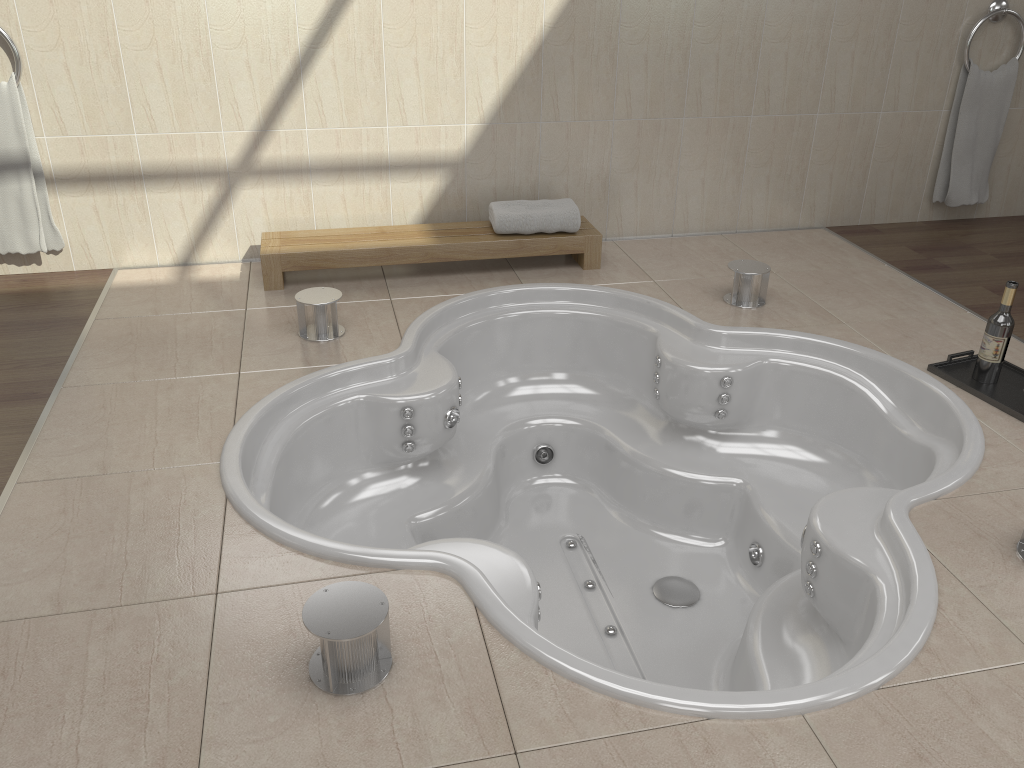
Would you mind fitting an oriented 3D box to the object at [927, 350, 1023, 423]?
[{"bbox_3d":[1.467,0.005,2.595,0.250,0.040,0.400,-10,29,-20],"label":"object"}]

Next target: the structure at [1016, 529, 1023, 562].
[{"bbox_3d":[1.171,0.318,1.882,0.150,0.131,0.150,-3,28,-8],"label":"structure"}]

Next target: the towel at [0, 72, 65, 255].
[{"bbox_3d":[-1.794,-0.761,3.122,0.280,0.635,0.083,-5,28,-11],"label":"towel"}]

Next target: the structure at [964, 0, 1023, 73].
[{"bbox_3d":[2.046,-1.458,3.760,0.291,0.332,0.051,-5,28,-12],"label":"structure"}]

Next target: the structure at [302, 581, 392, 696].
[{"bbox_3d":[-0.292,0.451,1.580,0.150,0.131,0.150,24,35,37],"label":"structure"}]

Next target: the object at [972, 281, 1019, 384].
[{"bbox_3d":[1.419,-0.152,2.586,0.070,0.307,0.070,24,35,37],"label":"object"}]

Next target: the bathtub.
[{"bbox_3d":[0.269,0.385,2.555,1.751,0.674,1.754,17,31,28],"label":"bathtub"}]

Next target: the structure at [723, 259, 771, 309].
[{"bbox_3d":[0.841,-0.359,3.179,0.150,0.131,0.150,-1,27,-3],"label":"structure"}]

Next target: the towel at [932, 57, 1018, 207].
[{"bbox_3d":[2.055,-1.101,3.911,0.280,0.634,0.101,-6,28,-14],"label":"towel"}]

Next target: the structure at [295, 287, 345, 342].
[{"bbox_3d":[-0.622,-0.226,2.876,0.150,0.131,0.150,-10,29,-21],"label":"structure"}]

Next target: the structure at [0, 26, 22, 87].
[{"bbox_3d":[-1.800,-1.109,2.963,0.291,0.332,0.051,-5,28,-12],"label":"structure"}]

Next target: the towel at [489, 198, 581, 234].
[{"bbox_3d":[0.086,-0.656,3.460,0.331,0.099,0.233,-3,28,-8],"label":"towel"}]

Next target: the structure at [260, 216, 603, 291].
[{"bbox_3d":[-0.304,-0.515,3.436,1.280,0.140,0.260,-5,28,-12],"label":"structure"}]
